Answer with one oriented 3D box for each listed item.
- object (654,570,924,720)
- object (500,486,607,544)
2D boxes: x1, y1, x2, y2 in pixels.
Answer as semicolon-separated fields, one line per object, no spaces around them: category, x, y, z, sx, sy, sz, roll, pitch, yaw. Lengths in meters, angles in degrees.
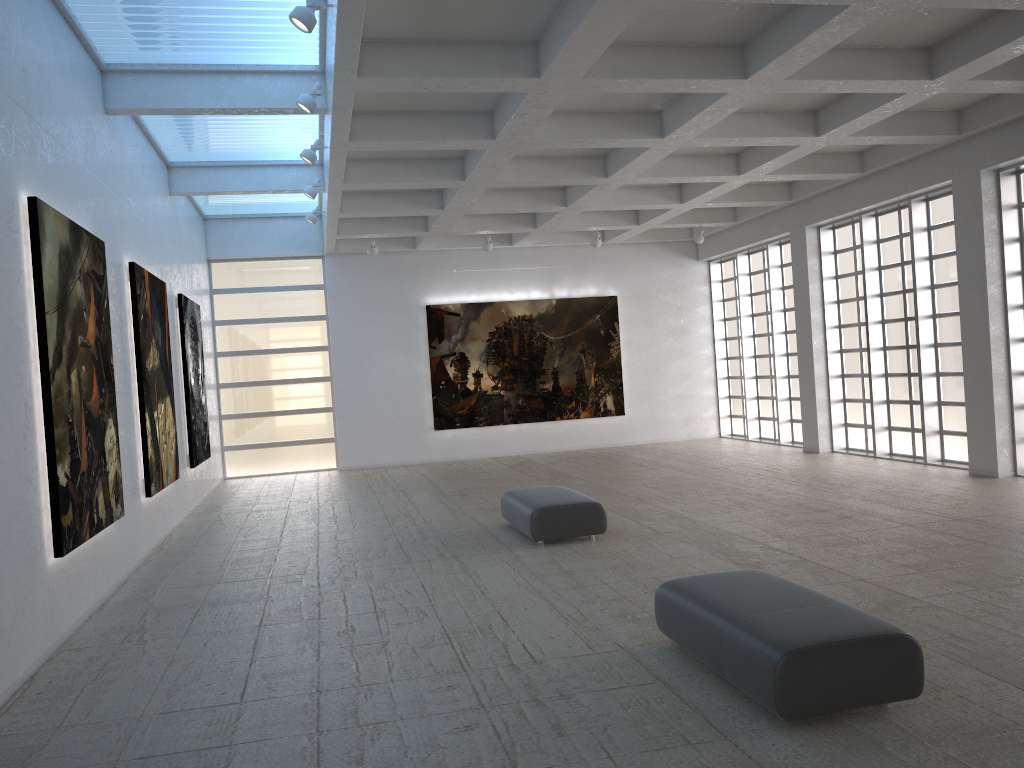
object;2.859;2.758;9.764;1.616;0.828;3.044;-4;1;-12
object;0.823;2.761;19.064;1.616;0.828;3.044;-4;1;-12
